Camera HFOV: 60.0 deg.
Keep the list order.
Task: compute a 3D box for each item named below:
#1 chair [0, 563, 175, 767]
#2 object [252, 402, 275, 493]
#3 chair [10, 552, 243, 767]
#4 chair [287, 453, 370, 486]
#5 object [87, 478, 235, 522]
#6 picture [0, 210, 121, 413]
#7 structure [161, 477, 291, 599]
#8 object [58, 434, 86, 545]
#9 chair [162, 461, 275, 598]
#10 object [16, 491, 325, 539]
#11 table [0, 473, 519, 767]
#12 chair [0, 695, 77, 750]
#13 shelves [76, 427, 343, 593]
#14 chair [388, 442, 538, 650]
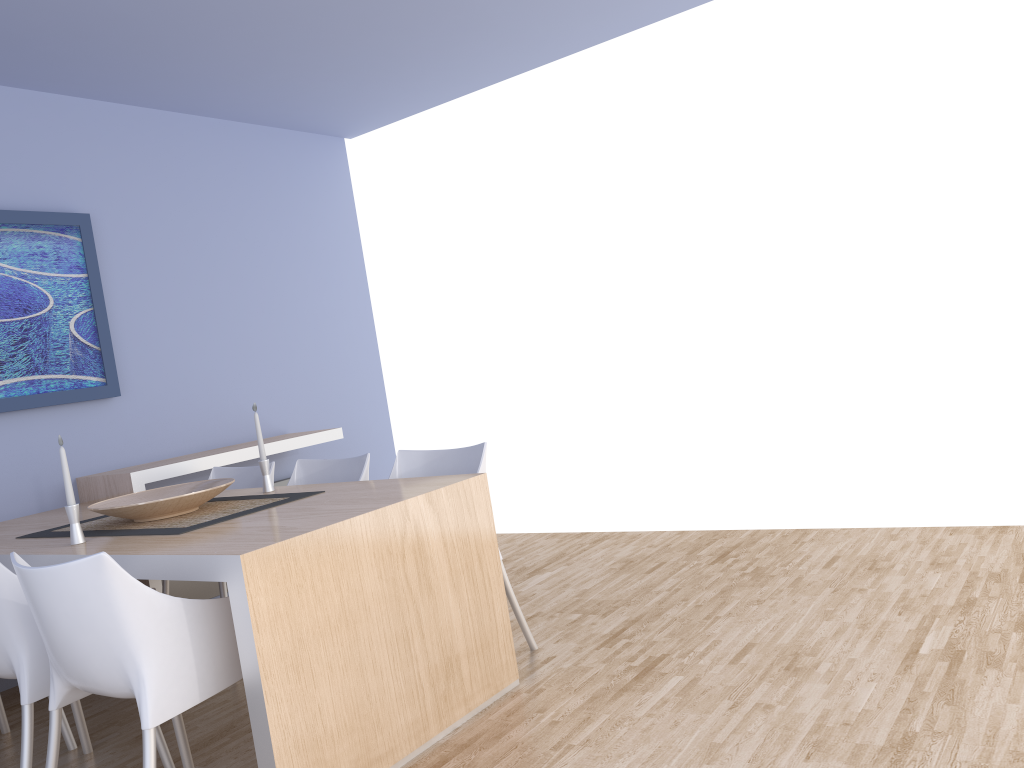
[{"bbox_3d":[-1.417,0.842,2.633,0.510,0.793,0.486,-8,2,35],"label":"chair"},{"bbox_3d":[-0.964,0.242,3.411,0.045,0.349,0.045,-8,2,35],"label":"object"},{"bbox_3d":[-0.952,0.779,2.301,0.510,0.793,0.486,-8,2,35],"label":"chair"},{"bbox_3d":[-0.784,0.711,3.581,0.510,0.793,0.486,-8,2,36],"label":"chair"},{"bbox_3d":[-1.235,0.426,3.155,0.493,0.081,0.493,-10,2,-36],"label":"object"},{"bbox_3d":[-2.362,-0.311,3.839,0.049,0.901,1.252,-8,2,35],"label":"picture"},{"bbox_3d":[-2.279,1.006,3.705,0.064,0.503,3.843,-8,2,35],"label":"structure"},{"bbox_3d":[-1.395,0.330,2.791,0.045,0.349,0.045,-9,2,-13],"label":"object"},{"bbox_3d":[-1.259,0.776,3.920,0.510,0.793,0.486,-8,2,35],"label":"chair"},{"bbox_3d":[-1.224,0.467,3.158,0.986,0.005,0.594,-8,2,35],"label":"object"},{"bbox_3d":[-1.259,0.836,3.223,2.340,0.718,1.002,-8,2,35],"label":"table"},{"bbox_3d":[-1.882,0.905,2.964,0.510,0.793,0.486,-8,2,35],"label":"chair"},{"bbox_3d":[-2.184,0.910,3.543,0.463,0.840,3.901,-8,2,35],"label":"shelves"},{"bbox_3d":[-0.302,0.646,3.237,0.510,0.793,0.486,-8,2,35],"label":"chair"}]
